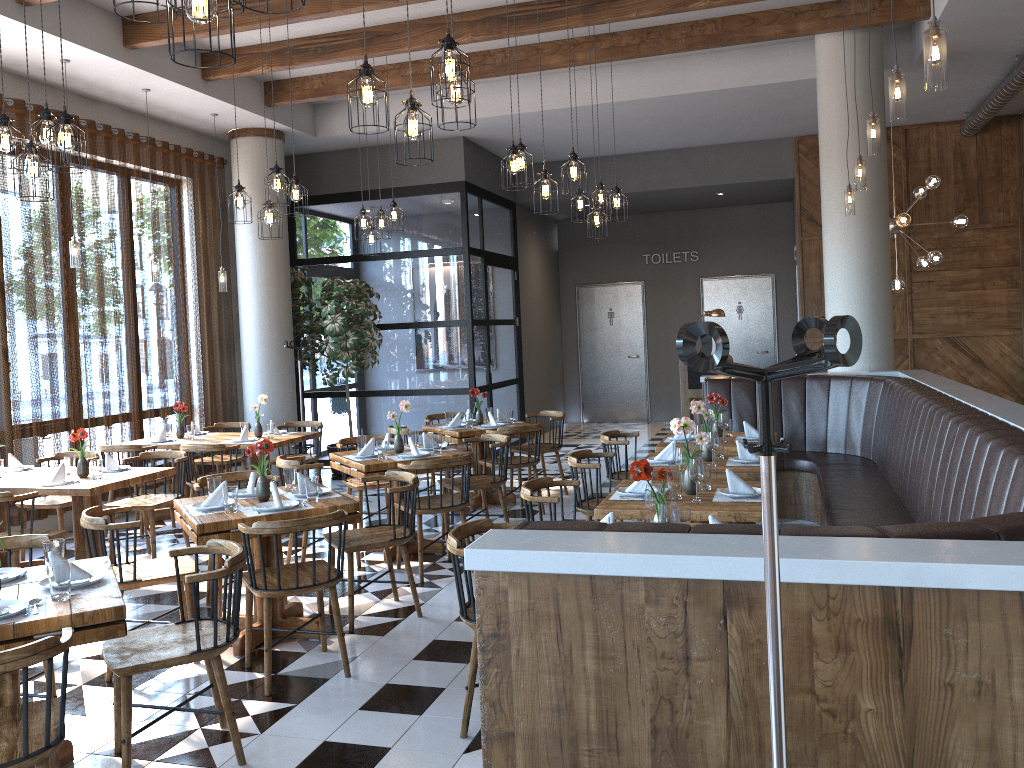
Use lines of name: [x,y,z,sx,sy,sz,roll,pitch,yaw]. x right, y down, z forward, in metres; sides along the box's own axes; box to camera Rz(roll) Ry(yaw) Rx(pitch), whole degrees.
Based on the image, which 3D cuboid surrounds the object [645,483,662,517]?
object: [0.604,0.533,3.753,0.081,0.215,0.081,-2,1,25]

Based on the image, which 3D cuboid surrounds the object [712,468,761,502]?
object: [1.173,0.500,4.531,0.271,0.137,0.352,-2,3,17]

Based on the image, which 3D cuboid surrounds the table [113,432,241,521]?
table: [-3.175,0.903,8.551,0.850,0.763,0.852,-2,2,17]

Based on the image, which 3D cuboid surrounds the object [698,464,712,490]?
object: [1.027,0.497,4.726,0.080,0.132,0.080,-2,2,17]

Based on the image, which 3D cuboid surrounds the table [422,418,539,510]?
table: [-0.293,0.773,8.564,0.865,0.763,0.864,-4,3,-28]

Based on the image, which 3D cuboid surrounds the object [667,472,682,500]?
object: [0.831,0.519,4.513,0.080,0.132,0.080,-2,2,22]

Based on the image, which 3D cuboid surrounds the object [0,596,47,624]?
object: [-1.790,0.724,3.025,0.352,0.137,0.272,-4,3,-28]

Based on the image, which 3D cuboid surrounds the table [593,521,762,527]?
table: [0.629,1.033,3.579,0.850,0.763,0.852,-2,2,17]

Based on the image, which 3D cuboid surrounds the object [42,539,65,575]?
object: [-1.839,0.696,3.560,0.080,0.132,0.080,-3,2,-18]

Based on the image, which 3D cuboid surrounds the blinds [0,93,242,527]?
blinds: [-4.355,-0.576,6.861,0.160,3.577,7.279,-2,3,17]

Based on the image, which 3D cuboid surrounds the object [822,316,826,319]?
object: [4.187,-0.050,11.453,0.374,1.657,0.375,-2,1,39]

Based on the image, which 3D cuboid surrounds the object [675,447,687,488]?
object: [0.930,0.454,4.828,0.081,0.215,0.081,-3,1,-20]

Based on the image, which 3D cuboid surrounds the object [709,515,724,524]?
object: [0.847,0.579,3.457,0.271,0.137,0.352,-2,3,17]

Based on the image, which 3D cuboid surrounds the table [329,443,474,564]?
table: [-0.839,0.906,6.766,0.865,0.763,0.864,-4,3,-28]

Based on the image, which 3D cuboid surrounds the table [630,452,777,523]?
table: [1.266,0.877,5.677,0.850,0.763,0.852,-2,2,17]

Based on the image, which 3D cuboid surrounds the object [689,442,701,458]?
object: [1.158,0.439,5.591,0.080,0.132,0.080,-3,2,2]

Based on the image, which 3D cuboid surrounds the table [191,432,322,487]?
table: [-2.357,0.882,8.302,0.850,0.763,0.852,-2,2,17]

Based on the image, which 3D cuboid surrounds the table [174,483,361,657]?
table: [-1.379,1.038,4.988,0.865,0.763,0.864,-4,3,-28]

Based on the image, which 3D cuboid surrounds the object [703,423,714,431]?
object: [1.478,0.361,6.647,0.080,0.132,0.080,-3,2,2]

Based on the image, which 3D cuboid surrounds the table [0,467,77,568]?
table: [-3.801,1.056,6.489,0.850,0.763,0.852,-2,2,17]

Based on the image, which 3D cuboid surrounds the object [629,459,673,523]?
object: [0.562,0.476,3.573,0.171,0.355,0.156,-2,2,20]

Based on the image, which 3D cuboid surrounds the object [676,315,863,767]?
object: [0.461,0.717,1.518,0.374,1.657,0.375,-3,1,-6]

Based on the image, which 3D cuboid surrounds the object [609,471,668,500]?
object: [0.673,0.513,4.693,0.271,0.137,0.352,-2,3,17]

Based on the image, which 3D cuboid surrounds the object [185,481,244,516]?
object: [-1.630,0.607,4.848,0.272,0.137,0.352,-4,4,-28]

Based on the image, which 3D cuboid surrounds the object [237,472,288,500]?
object: [-1.526,0.580,5.211,0.352,0.137,0.272,-4,3,-28]

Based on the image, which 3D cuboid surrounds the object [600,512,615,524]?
object: [0.347,0.592,3.619,0.271,0.137,0.352,-2,3,17]

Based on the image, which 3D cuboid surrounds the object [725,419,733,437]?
object: [1.667,0.341,6.835,0.080,0.132,0.080,-2,2,17]

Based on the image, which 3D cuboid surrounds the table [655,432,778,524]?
table: [1.586,0.799,6.733,0.850,0.763,0.852,-2,2,17]

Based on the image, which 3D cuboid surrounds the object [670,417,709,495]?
object: [0.932,0.373,4.630,0.206,0.400,0.146,-2,1,19]

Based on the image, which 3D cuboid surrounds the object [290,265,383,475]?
object: [-2.310,-0.184,10.744,1.634,2.590,1.381,-3,2,1]

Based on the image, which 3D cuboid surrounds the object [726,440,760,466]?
object: [1.495,0.421,5.592,0.271,0.137,0.352,-2,3,17]

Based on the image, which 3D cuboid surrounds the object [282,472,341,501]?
object: [-1.163,0.570,5.103,0.272,0.137,0.352,-4,4,-28]

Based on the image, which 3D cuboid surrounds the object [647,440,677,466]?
object: [0.995,0.434,5.753,0.271,0.137,0.352,-2,3,17]

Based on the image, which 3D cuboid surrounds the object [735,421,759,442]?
object: [1.813,0.344,6.642,0.271,0.137,0.352,-2,3,17]

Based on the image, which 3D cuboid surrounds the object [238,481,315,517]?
object: [-1.266,0.597,4.740,0.352,0.137,0.272,-4,3,-28]

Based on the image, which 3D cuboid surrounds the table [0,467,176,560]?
table: [-2.983,1.034,6.240,0.850,0.763,0.852,-2,2,17]

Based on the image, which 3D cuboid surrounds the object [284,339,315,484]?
object: [-2.361,0.334,9.960,0.374,1.657,0.375,-2,1,39]

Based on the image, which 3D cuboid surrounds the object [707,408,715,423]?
object: [1.562,0.300,6.910,0.081,0.215,0.081,-2,1,9]

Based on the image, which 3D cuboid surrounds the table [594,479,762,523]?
table: [0.949,0.955,4.635,0.850,0.763,0.852,-2,2,17]

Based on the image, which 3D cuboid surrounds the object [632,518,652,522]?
object: [0.511,0.597,3.460,0.080,0.132,0.080,-3,2,2]

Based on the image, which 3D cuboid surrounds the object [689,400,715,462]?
object: [1.225,0.296,5.688,0.146,0.400,0.207,-2,2,25]

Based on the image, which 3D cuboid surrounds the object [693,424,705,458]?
object: [1.242,0.378,5.854,0.081,0.215,0.081,-2,1,9]

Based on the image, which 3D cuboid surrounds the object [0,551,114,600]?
object: [-1.877,0.704,3.415,0.582,0.137,0.577,-4,4,-28]

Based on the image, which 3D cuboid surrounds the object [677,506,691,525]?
object: [0.699,0.577,3.648,0.080,0.132,0.080,-2,2,17]

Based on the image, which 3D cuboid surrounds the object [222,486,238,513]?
object: [-1.487,0.613,4.681,0.080,0.132,0.080,-2,2,32]

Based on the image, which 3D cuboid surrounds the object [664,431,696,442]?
object: [1.314,0.356,6.804,0.271,0.137,0.352,-2,3,17]

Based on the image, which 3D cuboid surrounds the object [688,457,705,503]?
object: [0.923,0.478,4.426,0.081,0.215,0.081,-3,1,-20]

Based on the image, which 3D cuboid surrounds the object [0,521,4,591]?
object: [-1.944,0.587,3.234,0.206,0.400,0.146,-1,2,37]

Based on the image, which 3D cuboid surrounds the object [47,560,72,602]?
object: [-1.625,0.709,3.185,0.080,0.132,0.080,-3,2,-18]

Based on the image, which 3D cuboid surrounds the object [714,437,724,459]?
object: [1.346,0.419,5.780,0.080,0.132,0.080,-2,2,17]

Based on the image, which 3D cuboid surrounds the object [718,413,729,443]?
object: [1.563,0.322,6.535,0.081,0.215,0.081,-4,2,-42]

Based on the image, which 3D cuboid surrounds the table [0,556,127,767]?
table: [-1.901,1.165,3.266,0.865,0.763,0.864,-4,3,-28]

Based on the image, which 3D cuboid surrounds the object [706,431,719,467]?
object: [1.242,0.400,5.479,0.081,0.215,0.081,-4,2,-42]

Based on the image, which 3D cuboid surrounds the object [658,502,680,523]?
object: [0.595,0.558,3.347,0.081,0.215,0.081,-3,1,-14]

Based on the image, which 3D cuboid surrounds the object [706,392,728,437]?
object: [1.562,0.240,6.736,0.156,0.355,0.171,-2,2,10]
